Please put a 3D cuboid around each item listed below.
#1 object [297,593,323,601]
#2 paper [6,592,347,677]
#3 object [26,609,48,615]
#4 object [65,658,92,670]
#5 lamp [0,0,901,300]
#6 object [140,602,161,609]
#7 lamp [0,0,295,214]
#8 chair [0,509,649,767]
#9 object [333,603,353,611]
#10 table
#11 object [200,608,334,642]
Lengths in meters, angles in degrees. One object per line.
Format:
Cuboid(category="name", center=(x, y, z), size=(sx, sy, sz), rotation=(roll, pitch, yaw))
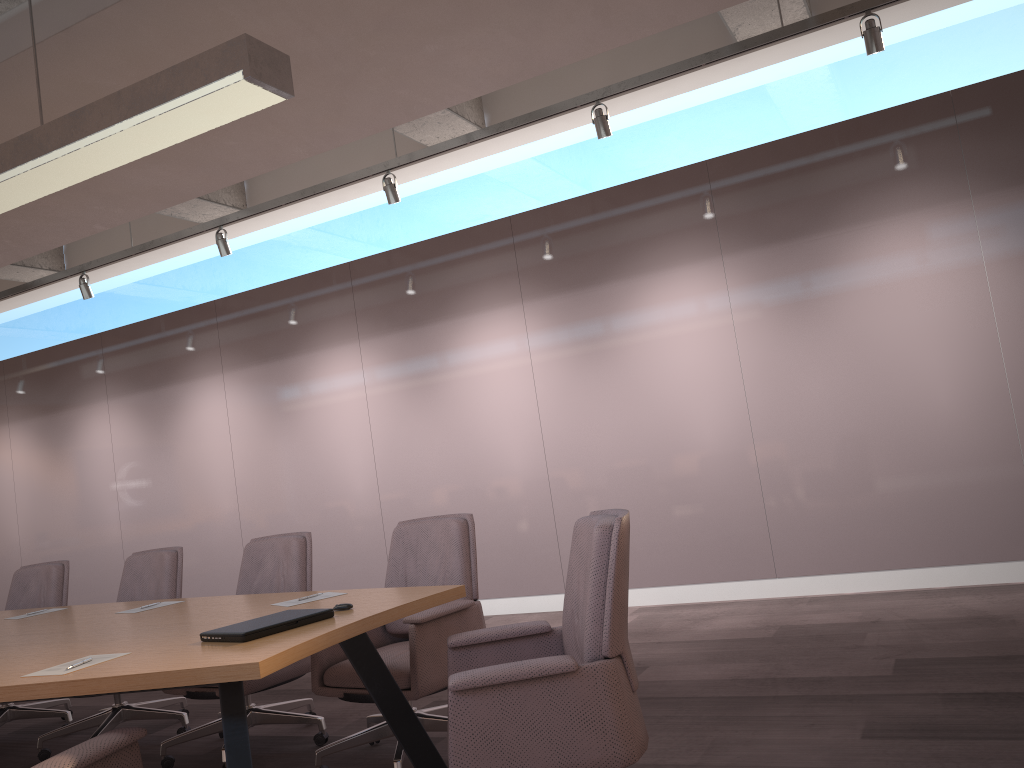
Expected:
Cuboid(category="object", center=(-0.744, 0.786, 3.280), size=(0.009, 0.009, 0.125), rotation=(-12, -6, 34))
Cuboid(category="paper", center=(-3.834, 1.332, 4.283), size=(6.800, 0.001, 1.713), rotation=(-11, -6, 26))
Cuboid(category="object", center=(-2.304, 1.107, 4.309), size=(0.009, 0.009, 0.125), rotation=(-10, -6, 21))
Cuboid(category="object", center=(-1.203, 0.777, 2.461), size=(0.009, 0.009, 0.125), rotation=(-9, -5, 5))
Cuboid(category="lamp", center=(-4.108, -1.507, 4.408), size=(12.467, 1.321, 5.699), rotation=(-11, -6, 26))
Cuboid(category="object", center=(-1.558, 0.954, 3.827), size=(0.009, 0.009, 0.125), rotation=(-10, -5, 19))
Cuboid(category="lamp", center=(-3.959, -1.257, 4.374), size=(6.974, 1.864, 0.200), rotation=(-11, -6, 26))
Cuboid(category="chair", center=(-3.969, 1.635, 4.346), size=(9.673, 0.948, 3.001), rotation=(-11, -6, 27))
Cuboid(category="object", center=(-0.540, 0.710, 2.828), size=(0.070, 0.019, 0.039), rotation=(-10, -6, 20))
Cuboid(category="table", center=(-3.865, 1.717, 4.283), size=(8.000, 0.748, 1.885), rotation=(-11, -6, 26))
Cuboid(category="object", center=(-0.727, 0.718, 2.647), size=(0.231, 0.026, 0.325), rotation=(-12, -7, 38))
